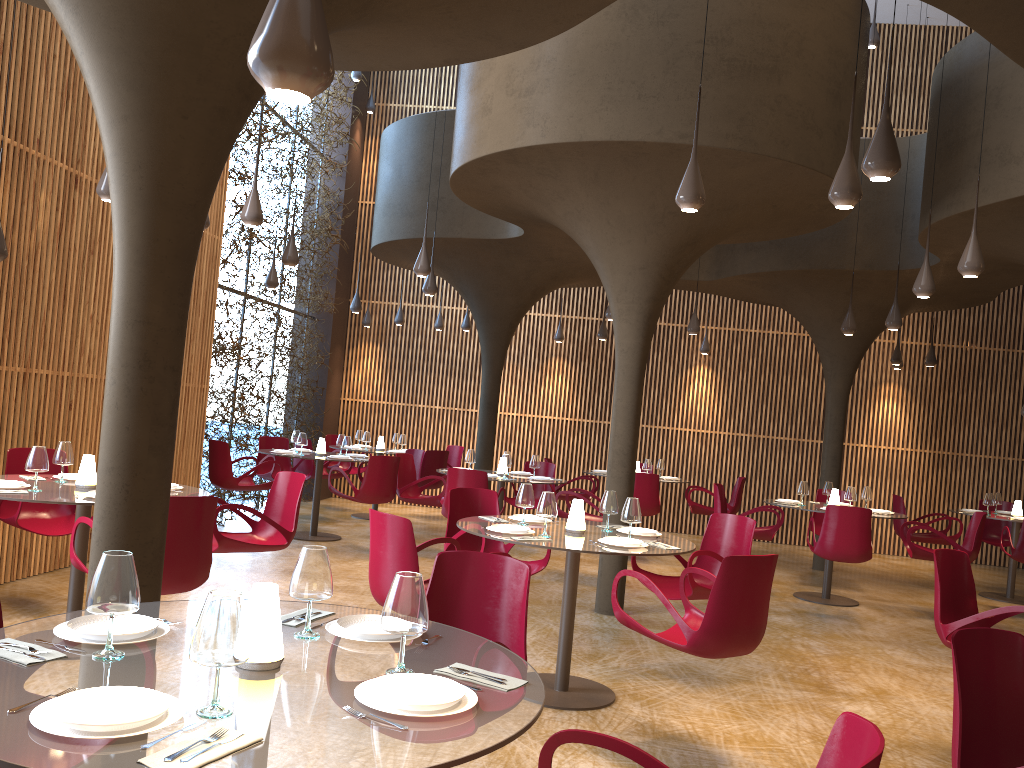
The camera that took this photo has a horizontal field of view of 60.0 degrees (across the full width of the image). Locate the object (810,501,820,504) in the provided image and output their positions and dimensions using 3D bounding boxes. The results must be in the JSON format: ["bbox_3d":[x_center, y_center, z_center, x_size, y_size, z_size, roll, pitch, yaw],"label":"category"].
[{"bbox_3d":[3.904,1.530,11.434,0.126,0.017,0.262,5,-2,18],"label":"object"}]

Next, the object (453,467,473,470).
[{"bbox_3d":[-0.634,1.107,11.459,0.263,0.029,0.263,5,-2,8],"label":"object"}]

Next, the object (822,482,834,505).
[{"bbox_3d":[3.996,1.386,11.210,0.142,0.295,0.142,5,-1,39],"label":"object"}]

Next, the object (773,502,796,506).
[{"bbox_3d":[3.297,1.452,10.734,0.261,0.017,0.126,4,-2,23],"label":"object"}]

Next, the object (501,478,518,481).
[{"bbox_3d":[-0.033,1.151,10.663,0.126,0.017,0.262,4,-2,22],"label":"object"}]

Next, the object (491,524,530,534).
[{"bbox_3d":[-0.009,0.975,5.947,0.263,0.029,0.263,6,-2,-20],"label":"object"}]

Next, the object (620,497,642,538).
[{"bbox_3d":[0.810,0.923,6.037,0.142,0.295,0.142,6,-1,-37],"label":"object"}]

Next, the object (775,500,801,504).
[{"bbox_3d":[3.433,1.466,11.003,0.331,0.014,0.332,4,-2,33],"label":"object"}]

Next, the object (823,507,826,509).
[{"bbox_3d":[3.765,1.463,10.337,0.263,0.029,0.263,4,-2,25],"label":"object"}]

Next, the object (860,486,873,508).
[{"bbox_3d":[4.359,1.408,10.906,0.142,0.295,0.142,5,-1,-19],"label":"object"}]

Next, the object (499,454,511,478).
[{"bbox_3d":[-0.083,1.009,10.895,0.142,0.295,0.142,5,-1,-2],"label":"object"}]

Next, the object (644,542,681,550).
[{"bbox_3d":[1.007,1.082,5.924,0.126,0.017,0.262,6,-2,-25],"label":"object"}]

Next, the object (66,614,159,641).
[{"bbox_3d":[-1.235,0.755,2.745,0.263,0.029,0.263,6,-2,-15],"label":"object"}]

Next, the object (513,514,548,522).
[{"bbox_3d":[0.137,1.013,6.676,0.263,0.029,0.263,6,-2,-22],"label":"object"}]

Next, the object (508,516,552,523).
[{"bbox_3d":[0.136,1.022,6.676,0.331,0.014,0.332,4,-2,23],"label":"object"}]

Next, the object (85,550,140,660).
[{"bbox_3d":[-1.138,0.629,2.529,0.142,0.295,0.142,5,-1,-9],"label":"object"}]

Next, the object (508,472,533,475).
[{"bbox_3d":[0.117,1.195,11.781,0.332,0.014,0.332,6,-2,-11],"label":"object"}]

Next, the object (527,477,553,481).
[{"bbox_3d":[0.359,1.195,11.142,0.331,0.014,0.332,4,-2,37],"label":"object"}]

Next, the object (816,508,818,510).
[{"bbox_3d":[3.759,1.474,10.338,0.410,0.012,0.204,5,-2,18],"label":"object"}]

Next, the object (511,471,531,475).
[{"bbox_3d":[0.118,1.185,11.781,0.263,0.029,0.263,5,-2,8],"label":"object"}]

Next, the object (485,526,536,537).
[{"bbox_3d":[-0.013,0.985,5.950,0.204,0.012,0.410,6,-2,-34],"label":"object"}]

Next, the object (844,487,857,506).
[{"bbox_3d":[3.985,1.359,10.439,0.142,0.295,0.142,5,-1,-2],"label":"object"}]

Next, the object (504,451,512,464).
[{"bbox_3d":[-0.072,1.037,11.666,0.142,0.295,0.142,5,-1,-6],"label":"object"}]

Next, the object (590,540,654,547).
[{"bbox_3d":[0.724,1.047,5.811,0.411,0.012,0.204,6,-2,-29],"label":"object"}]

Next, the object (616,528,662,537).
[{"bbox_3d":[0.927,1.086,6.467,0.331,0.014,0.332,4,-2,30],"label":"object"}]

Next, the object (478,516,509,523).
[{"bbox_3d":[-0.137,1.001,6.547,0.126,0.017,0.262,6,-2,-29],"label":"object"}]

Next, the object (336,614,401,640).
[{"bbox_3d":[-0.469,0.834,3.031,0.263,0.029,0.263,5,-2,14],"label":"object"}]

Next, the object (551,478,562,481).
[{"bbox_3d":[0.512,1.225,11.402,0.261,0.017,0.126,4,-2,27],"label":"object"}]

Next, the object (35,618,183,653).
[{"bbox_3d":[-1.234,0.766,2.749,0.204,0.012,0.411,4,-2,22],"label":"object"}]

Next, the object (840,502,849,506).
[{"bbox_3d":[4.186,1.535,11.325,0.263,0.029,0.263,5,-2,8],"label":"object"}]

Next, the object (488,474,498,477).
[{"bbox_3d":[-0.304,1.114,10.793,0.263,0.029,0.263,5,-2,16],"label":"object"}]

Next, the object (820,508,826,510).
[{"bbox_3d":[3.764,1.473,10.337,0.332,0.014,0.332,5,-2,-4],"label":"object"}]

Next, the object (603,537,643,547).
[{"bbox_3d":[0.729,1.036,5.814,0.263,0.029,0.263,6,-2,-28],"label":"object"}]

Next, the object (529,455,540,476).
[{"bbox_3d":[0.290,1.059,11.361,0.142,0.295,0.142,5,-1,-19],"label":"object"}]

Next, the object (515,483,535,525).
[{"bbox_3d":[0.093,0.873,6.451,0.142,0.295,0.142,6,-1,-41],"label":"object"}]

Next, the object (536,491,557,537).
[{"bbox_3d":[0.230,0.867,5.899,0.142,0.295,0.142,5,-1,2],"label":"object"}]

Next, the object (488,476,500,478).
[{"bbox_3d":[-0.305,1.123,10.793,0.332,0.014,0.332,5,-2,0],"label":"object"}]

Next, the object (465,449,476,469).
[{"bbox_3d":[-0.528,0.981,11.247,0.142,0.295,0.142,4,-1,45],"label":"object"}]

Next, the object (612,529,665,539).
[{"bbox_3d":[0.930,1.088,6.464,0.204,0.012,0.410,7,-2,-39],"label":"object"}]

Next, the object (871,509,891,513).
[{"bbox_3d":[4.428,1.535,10.686,0.263,0.029,0.263,5,-2,15],"label":"object"}]

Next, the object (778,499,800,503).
[{"bbox_3d":[3.434,1.456,11.003,0.263,0.029,0.263,5,-2,14],"label":"object"}]

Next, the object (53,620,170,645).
[{"bbox_3d":[-1.236,0.765,2.745,0.332,0.014,0.331,6,-2,-31],"label":"object"}]

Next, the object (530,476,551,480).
[{"bbox_3d":[0.360,1.185,11.142,0.263,0.029,0.263,4,-2,31],"label":"object"}]

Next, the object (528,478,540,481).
[{"bbox_3d":[0.357,1.196,11.137,0.204,0.012,0.411,4,-2,23],"label":"object"}]

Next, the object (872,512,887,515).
[{"bbox_3d":[4.426,1.545,10.682,0.204,0.012,0.411,4,-2,23],"label":"object"}]

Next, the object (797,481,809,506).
[{"bbox_3d":[3.541,1.331,10.792,0.142,0.295,0.142,4,-1,45],"label":"object"}]

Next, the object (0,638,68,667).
[{"bbox_3d":[-1.385,0.750,2.482,0.261,0.017,0.126,4,-2,26],"label":"object"}]

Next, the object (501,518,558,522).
[{"bbox_3d":[0.140,1.024,6.679,0.411,0.012,0.204,6,-2,-33],"label":"object"}]

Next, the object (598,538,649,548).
[{"bbox_3d":[0.728,1.046,5.814,0.331,0.014,0.332,4,-2,27],"label":"object"}]

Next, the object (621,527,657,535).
[{"bbox_3d":[0.928,1.077,6.467,0.263,0.029,0.263,7,-2,-37],"label":"object"}]

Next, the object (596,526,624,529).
[{"bbox_3d":[0.771,1.088,6.726,0.262,0.017,0.126,6,-2,-34],"label":"object"}]

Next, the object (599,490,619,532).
[{"bbox_3d":[0.709,0.930,6.500,0.142,0.295,0.142,5,-1,21],"label":"object"}]

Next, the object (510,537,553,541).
[{"bbox_3d":[0.126,0.994,5.677,0.262,0.017,0.126,6,-2,-30],"label":"object"}]

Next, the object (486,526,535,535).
[{"bbox_3d":[-0.010,0.984,5.947,0.332,0.014,0.331,6,-2,-30],"label":"object"}]

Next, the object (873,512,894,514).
[{"bbox_3d":[4.427,1.544,10.686,0.331,0.014,0.332,3,-3,40],"label":"object"}]
